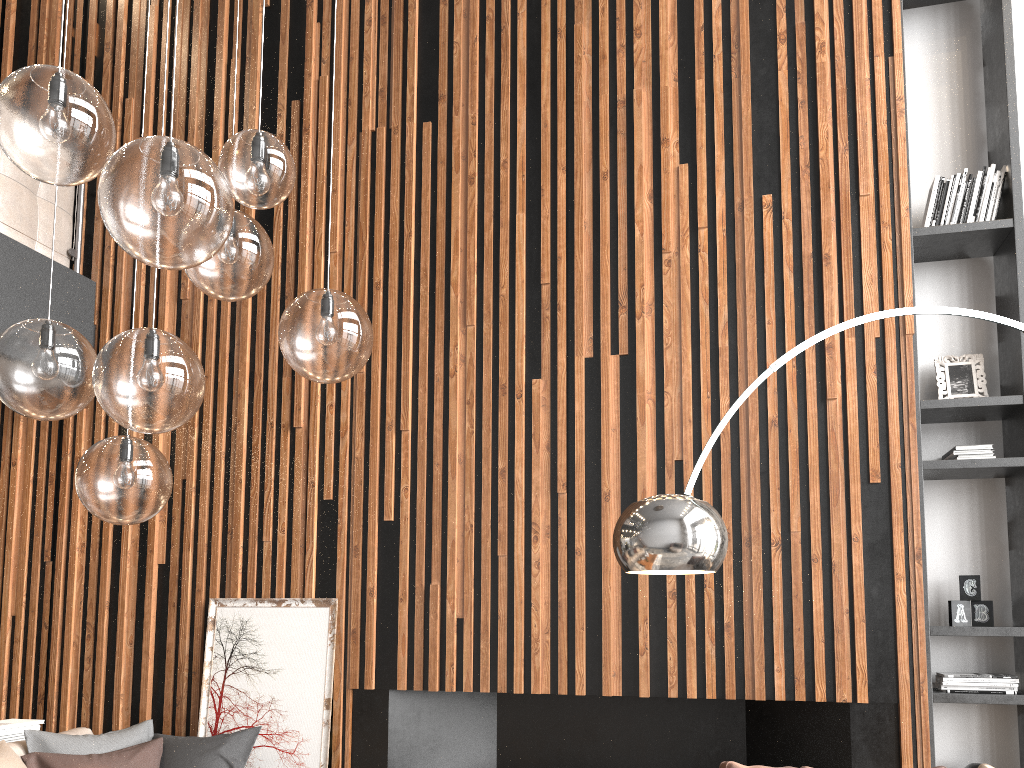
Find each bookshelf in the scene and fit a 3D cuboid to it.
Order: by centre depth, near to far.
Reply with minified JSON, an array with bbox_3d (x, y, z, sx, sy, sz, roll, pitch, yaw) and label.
[{"bbox_3d":[2.567,-0.659,4.049,1.461,5.206,0.344,-1,-6,15],"label":"bookshelf"}]

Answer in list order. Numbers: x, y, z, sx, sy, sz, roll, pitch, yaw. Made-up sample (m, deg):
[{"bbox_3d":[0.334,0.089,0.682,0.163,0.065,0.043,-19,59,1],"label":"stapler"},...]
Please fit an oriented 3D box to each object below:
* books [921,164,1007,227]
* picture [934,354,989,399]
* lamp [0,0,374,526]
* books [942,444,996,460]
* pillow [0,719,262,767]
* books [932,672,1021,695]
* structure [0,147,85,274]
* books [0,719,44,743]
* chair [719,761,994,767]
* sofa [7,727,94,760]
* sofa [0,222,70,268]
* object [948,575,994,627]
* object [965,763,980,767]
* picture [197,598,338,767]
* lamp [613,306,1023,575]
[{"bbox_3d":[2.130,-0.846,4.161,0.367,0.293,0.189,-3,-9,14],"label":"books"},{"bbox_3d":[2.126,-0.012,4.151,0.216,0.266,0.116,-2,-8,15],"label":"picture"},{"bbox_3d":[-0.817,-2.153,2.218,1.232,4.895,1.253,-1,-7,11],"label":"lamp"},{"bbox_3d":[2.110,0.341,4.063,0.175,0.070,0.336,-3,-15,13],"label":"books"},{"bbox_3d":[-1.794,1.775,3.753,0.771,0.535,1.404,-11,-18,43],"label":"pillow"},{"bbox_3d":[2.084,1.346,3.939,0.322,0.076,0.225,-3,-14,14],"label":"books"},{"bbox_3d":[-4.579,-1.385,3.390,3.377,0.723,4.337,-3,-15,14],"label":"structure"},{"bbox_3d":[-2.439,1.690,4.166,0.200,0.147,0.341,-3,-14,15],"label":"books"},{"bbox_3d":[1.079,1.542,2.308,1.460,0.879,1.504,-10,-16,40],"label":"chair"},{"bbox_3d":[-1.681,1.662,2.669,1.876,0.799,3.332,-3,-15,14],"label":"sofa"},{"bbox_3d":[-3.845,-1.171,4.239,2.287,0.764,2.339,-3,-14,14],"label":"sofa"},{"bbox_3d":[2.096,0.992,4.004,0.188,0.230,0.060,-2,-7,13],"label":"object"},{"bbox_3d":[2.085,1.768,3.915,0.134,0.130,0.139,1,-11,-6],"label":"object"},{"bbox_3d":[-1.235,1.575,4.396,0.730,0.978,0.103,-2,-6,14],"label":"picture"},{"bbox_3d":[1.288,0.892,2.560,2.033,2.288,0.325,2,-6,-9],"label":"lamp"}]
